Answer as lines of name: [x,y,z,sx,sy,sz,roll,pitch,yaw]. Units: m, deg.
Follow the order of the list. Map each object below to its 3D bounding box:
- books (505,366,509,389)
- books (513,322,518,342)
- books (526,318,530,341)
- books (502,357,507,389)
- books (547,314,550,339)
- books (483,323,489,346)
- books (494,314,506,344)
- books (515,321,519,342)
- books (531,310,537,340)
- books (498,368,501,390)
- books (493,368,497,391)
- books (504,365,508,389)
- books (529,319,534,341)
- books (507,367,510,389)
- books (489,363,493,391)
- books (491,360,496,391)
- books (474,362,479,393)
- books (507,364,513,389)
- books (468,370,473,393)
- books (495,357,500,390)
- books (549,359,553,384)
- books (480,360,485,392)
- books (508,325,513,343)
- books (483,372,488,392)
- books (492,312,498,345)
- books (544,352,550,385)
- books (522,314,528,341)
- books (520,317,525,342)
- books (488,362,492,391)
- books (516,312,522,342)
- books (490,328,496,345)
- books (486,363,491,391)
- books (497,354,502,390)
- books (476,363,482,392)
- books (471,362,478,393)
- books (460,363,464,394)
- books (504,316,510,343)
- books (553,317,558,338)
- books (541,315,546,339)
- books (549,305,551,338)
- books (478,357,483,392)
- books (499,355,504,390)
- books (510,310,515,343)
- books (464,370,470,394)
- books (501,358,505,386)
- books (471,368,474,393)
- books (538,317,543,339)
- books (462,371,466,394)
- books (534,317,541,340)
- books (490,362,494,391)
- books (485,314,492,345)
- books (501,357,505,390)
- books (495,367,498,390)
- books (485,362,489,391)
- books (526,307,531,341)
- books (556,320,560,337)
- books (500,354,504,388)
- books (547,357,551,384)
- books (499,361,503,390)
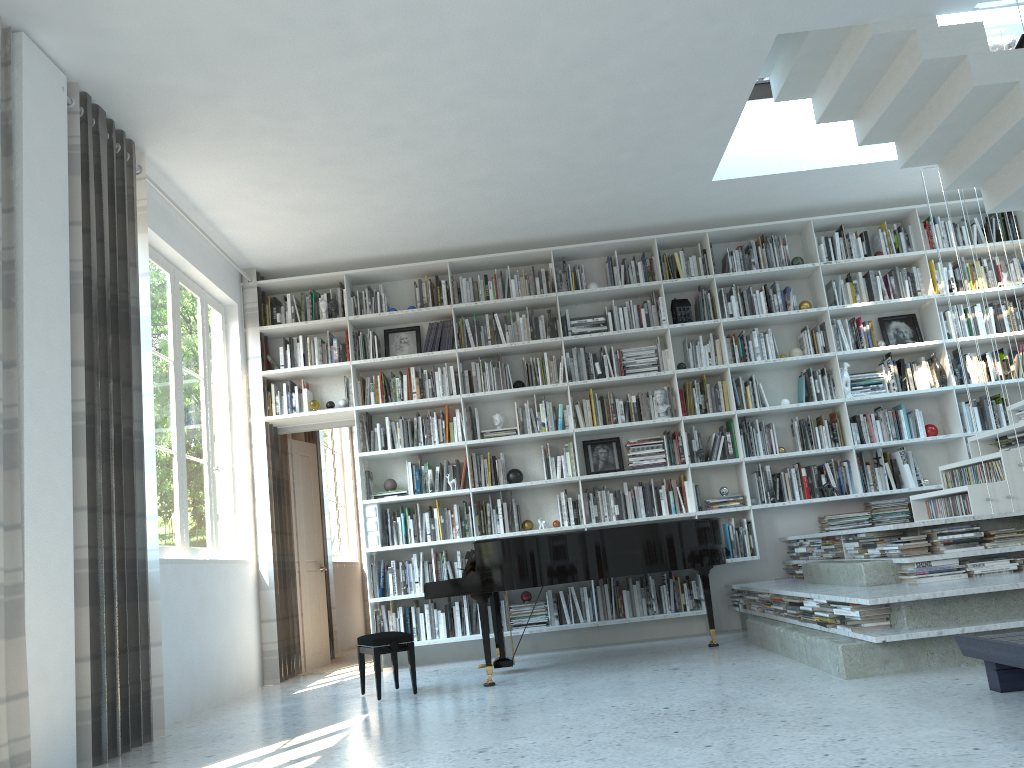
books: [-0.033,-0.021,7.153,0.012,0.217,0.151,-6,-11,1]
books: [0.030,-0.385,7.233,0.024,0.212,0.128,-6,-11,1]
books: [0.131,-0.410,7.211,0.013,0.230,0.142,-6,-11,1]
books: [-0.058,-0.058,7.134,0.011,0.286,0.189,-6,-11,1]
books: [0.295,-0.446,7.205,0.055,0.263,0.167,-6,-11,1]
books: [-0.208,-0.366,7.210,0.029,0.218,0.158,-6,-11,1]
books: [-0.091,-0.414,7.207,0.075,0.285,0.178,-6,-11,1]
books: [0.046,-0.390,7.206,0.010,0.208,0.174,-6,-11,1]
books: [0.181,-0.442,7.229,0.022,0.290,0.147,-6,-11,1]
books: [-0.097,-0.013,7.158,0.012,0.217,0.133,-6,-11,1]
books: [-0.131,-0.011,7.128,0.011,0.208,0.181,-6,-11,1]
books: [-0.044,-0.028,7.162,0.009,0.236,0.135,-6,-11,1]
books: [0.162,-0.403,7.219,0.024,0.213,0.150,-6,-11,1]
books: [-0.025,-0.018,7.151,0.004,0.209,0.132,-6,-11,1]
books: [-0.163,-0.027,7.150,0.011,0.255,0.152,-6,-11,1]
books: [-0.145,-0.042,7.142,0.011,0.278,0.169,-6,-11,1]
books: [-0.278,-0.026,7.143,0.012,0.275,0.157,-6,-11,1]
books: [-0.010,-0.032,7.145,0.031,0.232,0.148,-6,-11,1]
books: [-0.329,0.013,7.161,0.024,0.219,0.140,-6,-11,1]
books: [-0.113,-0.053,7.141,0.011,0.291,0.177,-6,-11,1]
books: [0.313,-0.068,7.144,0.011,0.229,0.166,-6,-11,1]
books: [-0.234,-0.036,7.135,0.010,0.283,0.184,-6,-11,1]
books: [-0.007,-0.370,7.205,0.028,0.179,0.168,-6,-11,1]
books: [-0.209,0.012,7.143,0.029,0.186,0.149,-6,-11,1]
books: [-0.135,-0.418,7.235,0.013,0.314,0.135,-6,-11,1]
books: [0.283,-0.094,7.139,0.022,0.284,0.190,-6,-11,1]
books: [0.109,-0.421,7.218,0.028,0.260,0.136,-6,-11,1]
books: [0.086,-0.406,7.197,0.021,0.225,0.192,-6,-11,1]
books: [-0.174,-0.028,7.151,0.010,0.261,0.169,-6,-11,1]
books: [0.060,-0.427,7.226,0.026,0.286,0.138,-6,-11,1]
books: [-0.152,-0.352,7.215,0.034,0.180,0.160,-6,-11,1]
books: [-0.185,-0.027,7.126,0.012,0.251,0.184,-6,-11,1]
books: [-0.095,-0.066,7.156,0.004,0.320,0.153,-6,-11,1]
books: [-0.259,-0.021,7.142,0.024,0.261,0.178,-6,-11,1]
books: [-0.296,-0.025,7.147,0.026,0.279,0.151,-6,-11,1]
books: [-0.394,-0.014,7.161,0.012,0.284,0.160,-6,-11,1]
books: [-0.038,-0.407,7.220,0.027,0.264,0.169,-6,-11,1]
books: [0.357,-0.423,7.224,0.028,0.211,0.135,-6,-11,1]
books: [0.258,-0.425,7.222,0.024,0.236,0.153,-6,-11,1]
books: [0.308,-0.467,7.208,0.058,0.302,0.175,-6,-11,1]
books: [-0.245,-0.047,7.160,0.011,0.316,0.155,-6,-11,1]
books: [-0.081,-0.065,7.161,0.005,0.315,0.157,-6,-11,1]
books: [0.006,-0.434,7.217,0.012,0.307,0.145,-6,-11,1]
books: [-0.356,0.013,7.163,0.029,0.224,0.136,-6,-11,1]
books: [-0.064,-0.052,7.151,0.004,0.283,0.167,-6,-11,1]
books: [-0.312,-0.002,7.150,0.012,0.239,0.134,-6,-11,1]
books: [0.235,-0.418,7.206,0.022,0.222,0.161,-6,-11,1]
books: [-0.377,0.019,7.137,0.015,0.207,0.186,-6,-11,1]
books: [0.210,-0.414,7.202,0.030,0.217,0.183,-6,-11,1]
books: [-0.154,-0.034,7.134,0.009,0.260,0.180,-6,-11,1]
books: [-0.186,-0.406,7.216,0.023,0.293,0.156,-6,-11,1]
books: [-0.070,-0.061,7.156,0.005,0.305,0.163,-6,-11,1]
books: [-0.120,-0.016,7.154,0.011,0.226,0.130,-6,-11,1]
books: [-0.196,-0.032,7.126,0.009,0.262,0.190,-6,-11,1]
books: [0.139,-0.454,7.209,0.011,0.313,0.184,-6,-11,1]
books: [0.381,-0.415,7.228,0.019,0.193,0.098,-6,-11,1]
books: [-0.076,-0.073,7.160,0.005,0.330,0.162,-6,-11,1]
books: [0.301,-0.081,7.143,0.010,0.257,0.140,-6,-11,1]
books: [-0.085,-0.040,7.143,0.010,0.261,0.158,-6,-11,1]
